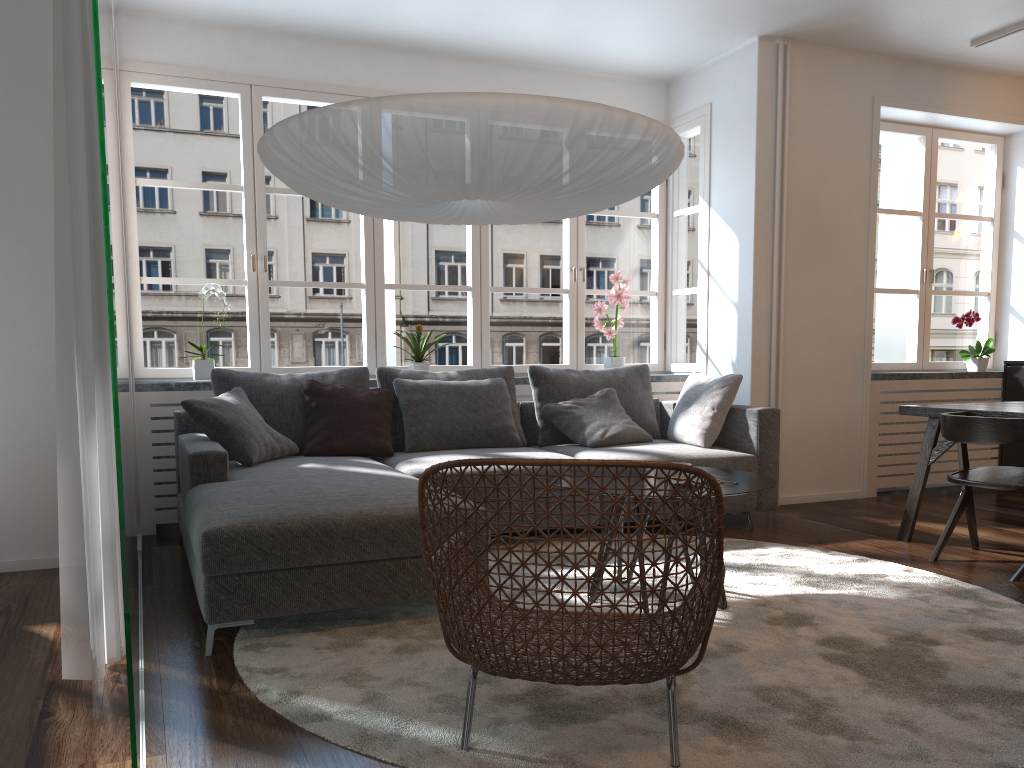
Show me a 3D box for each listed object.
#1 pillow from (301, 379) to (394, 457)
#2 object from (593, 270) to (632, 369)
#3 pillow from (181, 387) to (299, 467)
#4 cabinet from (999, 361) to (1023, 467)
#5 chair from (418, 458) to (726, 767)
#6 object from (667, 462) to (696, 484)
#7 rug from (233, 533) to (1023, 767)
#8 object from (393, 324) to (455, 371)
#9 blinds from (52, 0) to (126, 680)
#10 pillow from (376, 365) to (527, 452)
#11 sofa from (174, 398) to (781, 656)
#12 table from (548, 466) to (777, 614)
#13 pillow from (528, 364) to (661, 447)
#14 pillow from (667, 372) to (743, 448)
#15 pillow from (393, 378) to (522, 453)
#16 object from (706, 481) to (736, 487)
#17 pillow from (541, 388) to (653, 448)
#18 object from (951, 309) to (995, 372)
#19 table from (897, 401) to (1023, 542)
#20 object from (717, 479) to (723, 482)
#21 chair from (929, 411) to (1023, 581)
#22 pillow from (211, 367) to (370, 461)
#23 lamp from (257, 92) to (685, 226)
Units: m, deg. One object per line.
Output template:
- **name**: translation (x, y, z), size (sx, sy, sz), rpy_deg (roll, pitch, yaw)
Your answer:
- **pillow**: translation (-0.840, 0.176, 4.601), size (0.520, 0.406, 0.309), rpy_deg (-2, 4, -21)
- **object**: translation (0.669, -0.402, 5.859), size (0.200, 0.695, 0.296), rpy_deg (-6, 7, -44)
- **pillow**: translation (-1.297, 0.202, 4.255), size (0.346, 0.362, 0.512), rpy_deg (1, 3, 16)
- **cabinet**: translation (4.752, 0.343, 4.034), size (0.732, 0.905, 5.042), rpy_deg (-2, 2, -23)
- **chair**: translation (0.159, 0.498, 2.180), size (0.718, 0.714, 0.681), rpy_deg (0, 4, 10)
- **object**: translation (0.607, 0.324, 3.176), size (0.091, 0.069, 0.138), rpy_deg (-1, 3, -11)
- **rug**: translation (0.473, 0.828, 3.230), size (2.830, 0.012, 2.830), rpy_deg (-2, 2, -43)
- **object**: translation (-0.533, -0.199, 5.361), size (0.322, 0.330, 0.375), rpy_deg (3, 5, 42)
- **blinds**: translation (-1.478, -0.576, 3.121), size (0.153, 2.753, 1.798), rpy_deg (-3, 5, -21)
- **pillow**: translation (-0.338, 0.136, 4.989), size (0.838, 0.478, 0.275), rpy_deg (-1, 5, -22)
- **sofa**: translation (0.052, 0.471, 4.239), size (3.064, 0.676, 2.031), rpy_deg (-1, 2, -23)
- **table**: translation (0.554, 0.591, 3.345), size (0.846, 0.475, 0.843), rpy_deg (-1, 3, -21)
- **pillow**: translation (0.508, 0.123, 5.332), size (0.835, 0.480, 0.273), rpy_deg (-1, 5, -22)
- **pillow**: translation (1.061, 0.145, 5.069), size (0.286, 0.417, 0.492), rpy_deg (-2, 4, -24)
- **pillow**: translation (-0.296, 0.165, 4.855), size (0.666, 0.400, 0.290), rpy_deg (-2, 5, -23)
- **object**: translation (0.746, 0.352, 3.128), size (0.167, 0.015, 0.015), rpy_deg (-2, 4, -36)
- **pillow**: translation (0.491, 0.190, 5.071), size (0.491, 0.323, 0.443), rpy_deg (-3, 4, -41)
- **object**: translation (3.224, -0.304, 6.155), size (0.229, 0.440, 0.404), rpy_deg (4, 6, 43)
- **table**: translation (2.928, 0.468, 3.534), size (1.105, 0.683, 2.490), rpy_deg (-2, 2, -23)
- **object**: translation (0.714, 0.351, 3.156), size (0.025, 0.016, 0.163), rpy_deg (2, 3, 42)
- **chair**: translation (2.161, 0.468, 3.867), size (0.519, 0.675, 0.590), rpy_deg (-2, 4, -24)
- **pillow**: translation (-1.136, 0.152, 4.643), size (0.835, 0.481, 0.273), rpy_deg (-1, 5, -22)
- **lamp**: translation (-0.136, -0.716, 3.138), size (1.470, 0.211, 1.462), rpy_deg (0, 2, 14)
